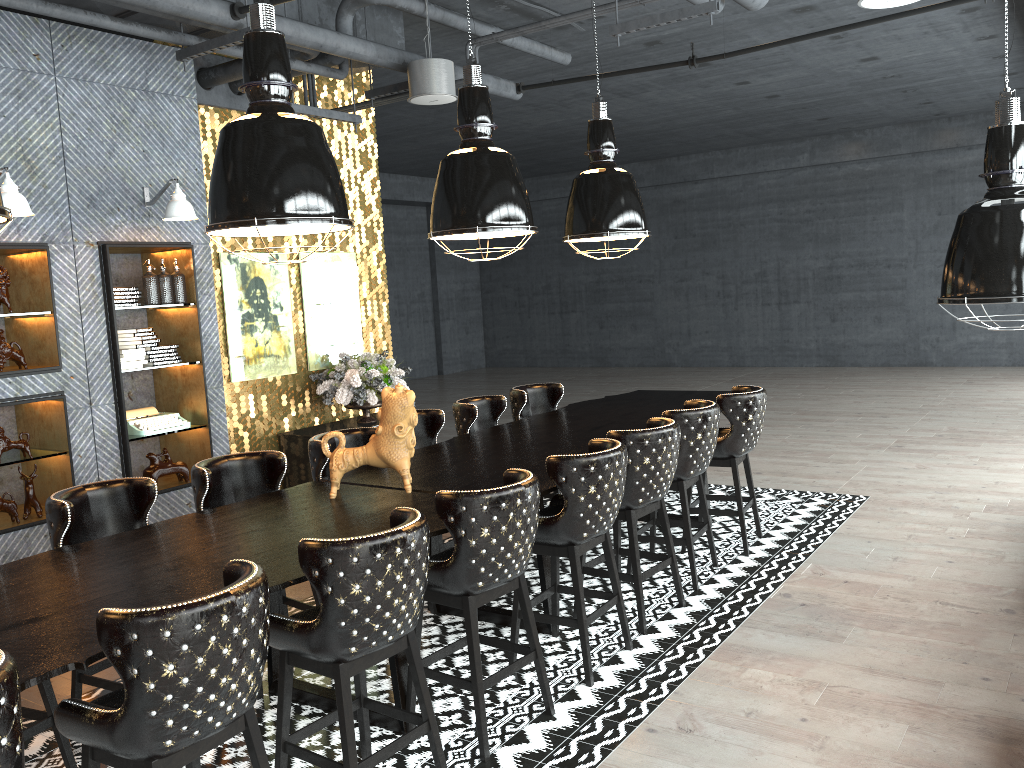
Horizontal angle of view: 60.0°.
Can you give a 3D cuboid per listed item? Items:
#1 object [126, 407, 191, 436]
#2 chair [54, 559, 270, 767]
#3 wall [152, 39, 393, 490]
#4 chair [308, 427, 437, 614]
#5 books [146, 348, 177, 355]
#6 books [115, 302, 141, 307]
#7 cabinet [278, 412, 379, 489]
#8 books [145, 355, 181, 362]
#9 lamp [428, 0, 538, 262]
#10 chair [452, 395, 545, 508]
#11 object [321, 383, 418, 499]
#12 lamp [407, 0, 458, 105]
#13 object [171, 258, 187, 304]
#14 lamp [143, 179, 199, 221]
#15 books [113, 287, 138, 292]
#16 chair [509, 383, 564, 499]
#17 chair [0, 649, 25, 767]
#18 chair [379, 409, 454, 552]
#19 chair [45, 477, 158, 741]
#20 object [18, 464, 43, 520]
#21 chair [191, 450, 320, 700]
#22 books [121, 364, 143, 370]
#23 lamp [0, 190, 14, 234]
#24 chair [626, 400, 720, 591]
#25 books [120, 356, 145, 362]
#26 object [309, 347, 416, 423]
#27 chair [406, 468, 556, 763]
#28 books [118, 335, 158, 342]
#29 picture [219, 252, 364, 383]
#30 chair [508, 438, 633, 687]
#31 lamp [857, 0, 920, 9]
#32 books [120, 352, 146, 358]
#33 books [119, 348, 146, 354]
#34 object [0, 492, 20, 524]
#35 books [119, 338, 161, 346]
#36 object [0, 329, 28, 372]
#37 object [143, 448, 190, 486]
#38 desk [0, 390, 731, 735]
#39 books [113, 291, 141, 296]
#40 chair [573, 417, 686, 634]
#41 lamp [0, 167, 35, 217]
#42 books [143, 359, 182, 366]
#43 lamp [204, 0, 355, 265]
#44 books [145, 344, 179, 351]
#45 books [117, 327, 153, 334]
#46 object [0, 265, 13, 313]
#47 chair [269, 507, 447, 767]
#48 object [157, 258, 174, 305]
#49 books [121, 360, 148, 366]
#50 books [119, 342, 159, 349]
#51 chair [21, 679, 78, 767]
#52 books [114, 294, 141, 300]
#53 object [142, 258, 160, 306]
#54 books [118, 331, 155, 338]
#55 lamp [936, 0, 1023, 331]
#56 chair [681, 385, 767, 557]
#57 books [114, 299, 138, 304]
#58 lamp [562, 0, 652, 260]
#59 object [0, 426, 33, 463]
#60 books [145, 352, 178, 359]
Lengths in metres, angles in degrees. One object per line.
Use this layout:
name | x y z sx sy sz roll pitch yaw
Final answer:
object | -2.791 0.281 6.696 0.484 0.148 0.535 0 7 33
chair | -0.963 1.103 2.609 0.568 1.091 0.504 0 7 31
wall | -1.957 -1.030 7.960 0.024 4.378 2.447 0 7 34
chair | -0.847 0.827 5.109 0.568 1.091 0.504 1 7 36
books | -2.693 -0.245 6.687 0.193 0.028 0.246 2 8 40
books | -2.856 -0.569 6.429 0.193 0.028 0.246 1 8 39
cabinet | -1.386 0.725 8.133 0.710 0.737 1.387 0 7 34
books | -2.662 -0.191 6.698 0.246 0.028 0.193 -9 8 -42
lamp | -0.223 -1.836 4.867 0.621 2.300 0.622 -5 6 -10
chair | -0.106 0.648 6.344 0.568 1.091 0.504 -1 6 27
object | -0.692 0.272 4.342 0.475 0.545 0.249 -4 6 -3
lamp | -0.620 -2.624 6.543 0.382 1.044 0.380 2 8 45
object | -2.535 -0.780 6.727 0.109 0.349 0.109 -3 6 4
lamp | -2.425 -1.310 6.333 0.244 0.287 0.490 -8 8 -39
books | -2.868 -0.680 6.410 0.193 0.028 0.246 1 8 37
chair | 0.292 0.560 6.938 0.568 1.091 0.504 2 8 43
chair | -1.373 1.191 2.028 0.568 1.091 0.504 2 8 43
chair | -0.545 0.736 5.783 0.568 1.091 0.504 1 7 36
chair | -1.724 1.003 3.975 0.568 1.091 0.504 0 6 29
object | -3.185 0.703 5.865 0.116 0.358 0.198 -6 6 -25
chair | -1.290 0.920 4.496 0.568 1.091 0.504 2 8 42
books | -2.824 -0.127 6.457 0.194 0.028 0.245 -9 8 -40
lamp | -1.860 -1.478 2.472 0.621 2.300 0.622 -5 6 -10
chair | 1.025 0.667 5.525 0.568 1.091 0.504 0 6 28
books | -2.819 -0.181 6.434 0.245 0.028 0.194 1 8 36
object | -1.374 0.021 8.114 0.875 0.662 0.848 -6 7 -25
chair | -0.137 0.930 3.747 0.568 1.091 0.504 1 7 39
books | -2.768 -0.338 6.549 0.193 0.028 0.246 -3 6 4
picture | -1.923 -0.640 7.966 0.022 1.072 1.575 0 7 34
chair | 0.303 0.838 4.345 0.568 1.091 0.504 0 7 32
lamp | 2.035 -2.586 4.732 0.381 1.029 0.380 -1 6 24
books | -2.813 -0.209 6.426 0.245 0.028 0.194 0 7 29
books | -2.814 -0.237 6.423 0.245 0.028 0.194 0 7 32
object | -3.303 0.738 5.635 0.168 0.359 0.267 -1 6 27
books | -2.736 -0.309 6.520 0.193 0.028 0.246 -2 6 10
object | -3.262 -0.225 5.686 0.159 0.337 0.242 1 7 39
object | -2.588 0.626 6.647 0.164 0.303 0.341 1 8 39
desk | -0.529 0.979 4.390 1.433 0.926 7.602 1 7 34
books | -2.855 -0.654 6.430 0.193 0.028 0.246 1 7 34
chair | 0.666 0.754 4.923 0.568 1.091 0.504 1 7 38
lamp | -3.076 -1.158 5.381 0.244 0.287 0.490 -8 8 -39
books | -2.660 -0.163 6.701 0.193 0.028 0.246 1 8 35
lamp | -1.042 -1.657 3.669 0.621 2.300 0.622 -5 6 -10
books | -2.683 -0.275 6.702 0.193 0.028 0.246 1 7 33
books | -2.788 -0.390 6.518 0.193 0.028 0.246 -3 6 5
object | -3.321 -0.600 5.605 0.152 0.325 0.292 0 7 32
chair | -0.544 1.017 3.170 0.568 1.091 0.504 1 7 37
object | -2.601 -0.766 6.633 0.109 0.349 0.109 -2 6 19
books | -2.773 -0.157 6.442 0.194 0.028 0.245 -8 7 -34
books | -2.777 -0.282 6.563 0.193 0.028 0.246 -2 6 17
chair | -2.119 1.090 3.397 0.568 1.091 0.504 -1 6 25
books | -2.850 -0.625 6.419 0.193 0.028 0.246 1 8 36
object | -2.666 -0.752 6.538 0.109 0.349 0.109 -5 6 -10
books | -2.782 -0.362 6.517 0.193 0.028 0.246 -2 6 14
lamp | 1.415 -1.235 2.535 0.391 2.159 0.391 -5 6 -10
chair | 1.475 0.577 6.097 0.568 1.091 0.504 -1 6 27
books | -2.865 -0.593 6.397 0.193 0.028 0.246 1 8 38
lamp | 0.595 -2.016 6.064 0.621 2.300 0.622 -5 6 -10
object | -3.214 0.353 5.664 0.135 0.294 0.257 2 8 42
books | -2.682 -0.217 6.685 0.193 0.028 0.246 1 8 36
